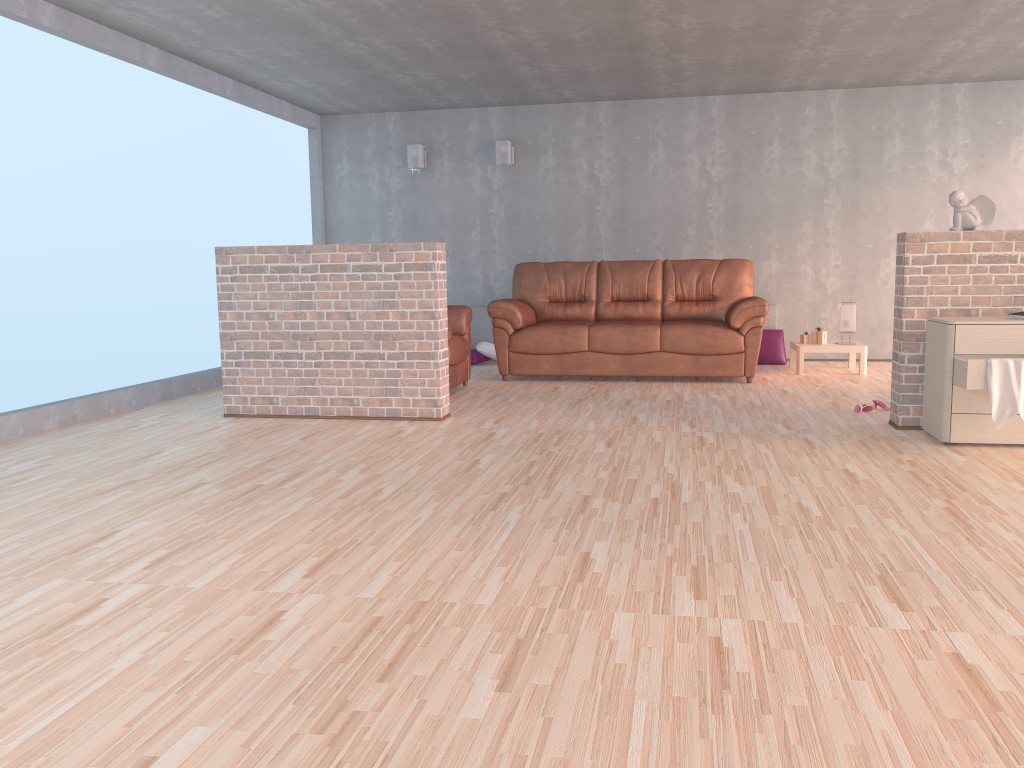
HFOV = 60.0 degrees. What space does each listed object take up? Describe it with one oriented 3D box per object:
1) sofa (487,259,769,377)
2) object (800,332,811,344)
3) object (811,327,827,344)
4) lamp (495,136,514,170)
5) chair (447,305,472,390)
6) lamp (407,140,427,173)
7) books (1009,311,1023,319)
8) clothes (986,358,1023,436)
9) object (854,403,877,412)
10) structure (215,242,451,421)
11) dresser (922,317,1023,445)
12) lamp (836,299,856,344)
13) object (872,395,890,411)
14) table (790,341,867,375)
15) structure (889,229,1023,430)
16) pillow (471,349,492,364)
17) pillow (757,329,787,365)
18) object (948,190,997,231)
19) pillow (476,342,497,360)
[{"bbox_3d":[0.959,-0.571,7.367,2.202,0.923,0.981,1,7,11],"label":"sofa"},{"bbox_3d":[2.521,-0.395,7.519,0.152,0.105,0.080,-4,8,-20],"label":"object"},{"bbox_3d":[2.574,-0.408,7.433,0.099,0.147,0.102,5,9,39],"label":"object"},{"bbox_3d":[-0.077,-2.230,8.577,0.165,0.319,0.177,1,7,11],"label":"lamp"},{"bbox_3d":[-0.835,-0.425,6.600,0.936,0.879,0.970,0,7,10],"label":"chair"},{"bbox_3d":[-0.945,-2.238,8.742,0.165,0.319,0.168,1,7,11],"label":"lamp"},{"bbox_3d":[2.576,-0.340,4.351,0.209,0.040,0.146,-1,7,1],"label":"books"},{"bbox_3d":[2.327,0.064,4.069,0.325,0.369,0.097,1,7,12],"label":"clothes"},{"bbox_3d":[2.143,0.142,5.384,0.192,0.066,0.078,-8,10,-42],"label":"object"},{"bbox_3d":[-1.105,-0.323,5.466,1.422,1.057,0.211,1,7,11],"label":"structure"},{"bbox_3d":[2.950,-0.001,4.234,1.686,0.612,0.605,1,7,11],"label":"dresser"},{"bbox_3d":[2.793,-0.520,7.408,0.140,0.376,0.140,1,7,11],"label":"lamp"},{"bbox_3d":[2.306,0.120,5.462,0.069,0.085,0.188,-7,9,-39],"label":"object"},{"bbox_3d":[2.667,-0.225,7.511,0.548,0.241,0.548,1,7,11],"label":"table"},{"bbox_3d":[2.795,-0.283,4.704,1.422,1.057,0.211,1,7,11],"label":"structure"},{"bbox_3d":[-0.427,-0.268,8.583,0.392,0.130,0.365,4,8,31],"label":"pillow"},{"bbox_3d":[2.345,-0.337,8.159,0.327,0.326,0.241,0,7,5],"label":"pillow"},{"bbox_3d":[2.424,-0.917,4.690,0.216,0.218,0.131,0,7,10],"label":"object"},{"bbox_3d":[-0.173,-0.308,8.554,0.357,0.205,0.388,-1,7,-2],"label":"pillow"}]
